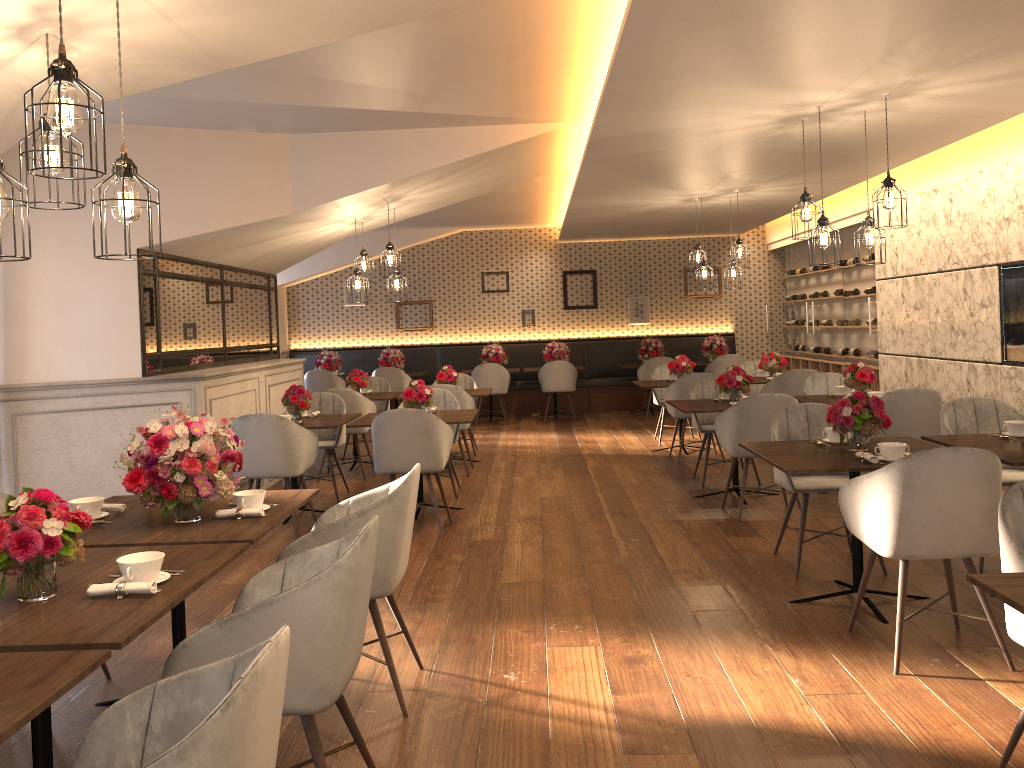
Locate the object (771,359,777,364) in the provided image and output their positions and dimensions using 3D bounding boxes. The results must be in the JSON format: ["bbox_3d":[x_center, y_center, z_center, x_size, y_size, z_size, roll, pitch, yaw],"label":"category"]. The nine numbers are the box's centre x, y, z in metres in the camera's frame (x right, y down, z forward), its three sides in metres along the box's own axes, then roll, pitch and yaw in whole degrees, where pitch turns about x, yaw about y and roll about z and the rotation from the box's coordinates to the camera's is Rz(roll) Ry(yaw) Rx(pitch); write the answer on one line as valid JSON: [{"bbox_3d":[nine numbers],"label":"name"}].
[{"bbox_3d":[2.710,-0.233,9.211,0.048,0.052,0.076,-3,3,-19],"label":"object"}]

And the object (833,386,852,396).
[{"bbox_3d":[2.657,0.056,7.116,0.148,0.072,0.148,-3,3,-21],"label":"object"}]

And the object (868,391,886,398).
[{"bbox_3d":[2.679,0.096,6.506,0.148,0.072,0.148,-3,3,-21],"label":"object"}]

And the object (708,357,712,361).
[{"bbox_3d":[3.052,-0.382,13.420,0.148,0.072,0.148,1,4,44],"label":"object"}]

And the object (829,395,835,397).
[{"bbox_3d":[2.552,0.090,7.099,0.043,0.015,0.197,-2,4,5],"label":"object"}]

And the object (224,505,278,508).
[{"bbox_3d":[-1.020,0.479,3.445,0.211,0.004,0.022,-2,4,1],"label":"object"}]

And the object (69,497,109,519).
[{"bbox_3d":[-1.606,0.474,3.345,0.148,0.072,0.148,1,4,44],"label":"object"}]

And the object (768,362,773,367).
[{"bbox_3d":[2.688,-0.202,9.224,0.049,0.052,0.078,-2,3,11],"label":"object"}]

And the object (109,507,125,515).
[{"bbox_3d":[-1.593,0.492,3.425,0.192,0.024,0.025,-2,2,1],"label":"object"}]

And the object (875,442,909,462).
[{"bbox_3d":[1.700,0.305,3.955,0.148,0.072,0.148,1,4,44],"label":"object"}]

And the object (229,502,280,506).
[{"bbox_3d":[-1.012,0.471,3.480,0.197,0.015,0.043,-2,3,-2],"label":"object"}]

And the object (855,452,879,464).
[{"bbox_3d":[1.586,0.326,3.958,0.056,0.039,0.176,-2,4,1],"label":"object"}]

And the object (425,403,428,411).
[{"bbox_3d":[-0.743,0.192,7.053,0.148,0.072,0.148,-4,4,-31],"label":"object"}]

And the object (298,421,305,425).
[{"bbox_3d":[-1.559,0.291,6.483,0.043,0.015,0.197,-2,4,5],"label":"object"}]

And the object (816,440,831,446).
[{"bbox_3d":[1.601,0.304,4.541,0.022,0.004,0.211,-2,4,1],"label":"object"}]

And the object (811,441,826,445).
[{"bbox_3d":[1.566,0.299,4.548,0.043,0.015,0.197,-2,4,-2],"label":"object"}]

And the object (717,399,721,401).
[{"bbox_3d":[1.662,0.129,7.114,0.022,0.004,0.211,-2,4,1],"label":"object"}]

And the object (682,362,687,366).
[{"bbox_3d":[1.786,-0.208,9.264,0.045,0.052,0.077,-4,3,-36],"label":"object"}]

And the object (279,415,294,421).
[{"bbox_3d":[-1.666,0.267,6.466,0.148,0.072,0.148,-4,4,-31],"label":"object"}]

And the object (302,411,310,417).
[{"bbox_3d":[-1.687,0.227,7.075,0.148,0.072,0.148,-4,4,-31],"label":"object"}]

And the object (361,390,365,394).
[{"bbox_3d":[-1.632,0.069,9.396,0.148,0.072,0.148,-4,4,-31],"label":"object"}]

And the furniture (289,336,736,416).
[{"bbox_3d":[-0.007,-0.074,13.835,7.087,1.081,0.542,-2,1,1],"label":"furniture"}]

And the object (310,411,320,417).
[{"bbox_3d":[-1.573,0.240,7.073,0.056,0.039,0.176,-2,4,1],"label":"object"}]

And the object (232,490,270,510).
[{"bbox_3d":[-0.997,0.449,3.367,0.148,0.072,0.148,1,4,44],"label":"object"}]

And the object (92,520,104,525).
[{"bbox_3d":[-1.588,0.510,3.232,0.197,0.015,0.043,-2,3,-2],"label":"object"}]

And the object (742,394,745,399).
[{"bbox_3d":[1.854,0.103,7.135,0.056,0.039,0.176,-2,4,1],"label":"object"}]

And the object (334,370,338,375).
[{"bbox_3d":[-2.720,-0.167,13.559,0.148,0.072,0.148,-5,4,-41],"label":"object"}]

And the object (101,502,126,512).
[{"bbox_3d":[-1.603,0.483,3.459,0.175,0.039,0.056,-2,3,1],"label":"object"}]

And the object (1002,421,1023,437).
[{"bbox_3d":[2.596,0.231,4.543,0.148,0.072,0.148,1,4,44],"label":"object"}]

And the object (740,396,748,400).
[{"bbox_3d":[1.761,0.130,6.528,0.148,0.072,0.148,-3,3,-21],"label":"object"}]

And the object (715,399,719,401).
[{"bbox_3d":[1.627,0.124,7.121,0.043,0.015,0.197,-2,4,-2],"label":"object"}]

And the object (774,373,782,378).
[{"bbox_3d":[2.737,-0.072,8.985,0.148,0.072,0.148,-3,3,-21],"label":"object"}]

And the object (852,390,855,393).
[{"bbox_3d":[2.772,0.069,7.113,0.056,0.039,0.176,-2,4,1],"label":"object"}]

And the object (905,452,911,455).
[{"bbox_3d":[1.814,0.328,3.972,0.043,0.015,0.197,-2,4,-2],"label":"object"}]

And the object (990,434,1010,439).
[{"bbox_3d":[2.484,0.265,4.526,0.043,0.015,0.197,-2,4,-2],"label":"object"}]

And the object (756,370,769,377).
[{"bbox_3d":[2.716,-0.112,9.594,0.148,0.072,0.148,-3,3,-21],"label":"object"}]

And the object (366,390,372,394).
[{"bbox_3d":[-1.518,0.082,9.393,0.056,0.039,0.176,-2,4,1],"label":"object"}]

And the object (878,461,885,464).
[{"bbox_3d":[1.621,0.331,3.967,0.025,0.024,0.193,-2,4,2],"label":"object"}]

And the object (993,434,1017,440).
[{"bbox_3d":[2.519,0.270,4.518,0.022,0.004,0.211,-2,4,1],"label":"object"}]

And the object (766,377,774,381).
[{"bbox_3d":[2.624,-0.051,8.987,0.056,0.039,0.176,-2,4,1],"label":"object"}]

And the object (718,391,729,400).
[{"bbox_3d":[1.739,0.090,7.138,0.148,0.072,0.148,-3,3,-21],"label":"object"}]

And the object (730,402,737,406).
[{"bbox_3d":[1.647,0.151,6.531,0.056,0.039,0.176,-2,4,1],"label":"object"}]

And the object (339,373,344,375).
[{"bbox_3d":[-2.606,-0.155,13.557,0.056,0.039,0.176,-2,4,1],"label":"object"}]

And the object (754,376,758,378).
[{"bbox_3d":[2.639,-0.073,9.570,0.022,0.004,0.211,-2,4,1],"label":"object"}]

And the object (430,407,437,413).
[{"bbox_3d":[-0.628,0.205,7.050,0.056,0.039,0.176,-2,4,1],"label":"object"}]

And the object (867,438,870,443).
[{"bbox_3d":[1.793,0.278,4.562,0.056,0.039,0.176,-2,4,1],"label":"object"}]

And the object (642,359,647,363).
[{"bbox_3d":[2.051,-0.345,13.444,0.148,0.072,0.148,-5,4,-41],"label":"object"}]

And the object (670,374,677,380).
[{"bbox_3d":[1.798,-0.078,9.616,0.148,0.072,0.148,-3,3,-21],"label":"object"}]

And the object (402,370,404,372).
[{"bbox_3d":[-1.679,-0.189,13.534,0.056,0.039,0.176,-2,4,1],"label":"object"}]

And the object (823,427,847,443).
[{"bbox_3d":[1.678,0.265,4.565,0.148,0.072,0.148,1,4,44],"label":"object"}]
